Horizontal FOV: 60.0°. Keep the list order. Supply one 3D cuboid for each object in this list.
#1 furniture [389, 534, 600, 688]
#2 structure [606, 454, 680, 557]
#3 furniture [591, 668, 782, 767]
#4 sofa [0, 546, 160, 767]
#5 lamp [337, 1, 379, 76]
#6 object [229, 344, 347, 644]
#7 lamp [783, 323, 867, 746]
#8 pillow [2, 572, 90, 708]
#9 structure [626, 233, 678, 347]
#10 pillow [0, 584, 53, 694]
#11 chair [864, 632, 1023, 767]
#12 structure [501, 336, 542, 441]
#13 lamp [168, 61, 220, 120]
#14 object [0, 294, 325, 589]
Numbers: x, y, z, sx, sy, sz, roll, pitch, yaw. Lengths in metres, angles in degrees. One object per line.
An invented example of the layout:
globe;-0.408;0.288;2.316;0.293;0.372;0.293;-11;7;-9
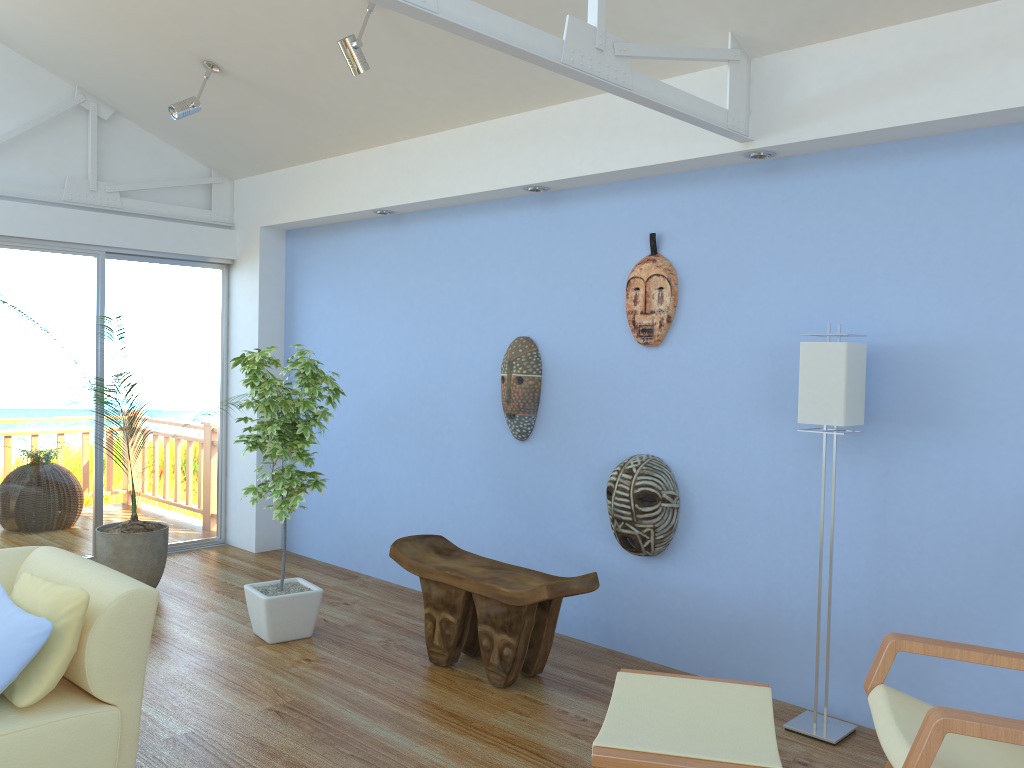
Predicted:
furniture;-0.113;0.996;3.882;1.100;0.507;0.329;3;2;44
structure;0.549;0.554;3.979;0.359;0.466;0.185;3;2;43
furniture;0.472;1.096;2.388;0.449;0.427;0.619;2;2;13
sofa;-2.221;0.896;2.131;0.950;0.597;2.448;3;2;43
lamp;-0.638;-1.475;3.730;0.195;0.351;0.127;0;2;-29
object;-1.072;0.511;4.236;0.495;1.409;0.699;1;2;-3
lamp;1.171;0.537;3.294;0.200;1.520;0.200;3;2;43
pillow;-1.485;0.742;2.688;0.559;0.311;0.201;3;2;44
structure;0.617;-0.423;3.990;0.264;0.508;0.063;3;2;43
pillow;-1.580;0.780;2.607;0.272;0.244;0.566;0;2;-44
chair;1.352;0.846;2.170;0.859;0.982;0.632;2;2;13
structure;0.018;0.025;4.526;0.254;0.541;0.115;3;2;43
lamp;-1.676;-1.540;4.674;0.254;0.327;0.118;0;2;-29
object;-2.004;0.325;4.936;1.563;1.695;1.706;3;2;35
